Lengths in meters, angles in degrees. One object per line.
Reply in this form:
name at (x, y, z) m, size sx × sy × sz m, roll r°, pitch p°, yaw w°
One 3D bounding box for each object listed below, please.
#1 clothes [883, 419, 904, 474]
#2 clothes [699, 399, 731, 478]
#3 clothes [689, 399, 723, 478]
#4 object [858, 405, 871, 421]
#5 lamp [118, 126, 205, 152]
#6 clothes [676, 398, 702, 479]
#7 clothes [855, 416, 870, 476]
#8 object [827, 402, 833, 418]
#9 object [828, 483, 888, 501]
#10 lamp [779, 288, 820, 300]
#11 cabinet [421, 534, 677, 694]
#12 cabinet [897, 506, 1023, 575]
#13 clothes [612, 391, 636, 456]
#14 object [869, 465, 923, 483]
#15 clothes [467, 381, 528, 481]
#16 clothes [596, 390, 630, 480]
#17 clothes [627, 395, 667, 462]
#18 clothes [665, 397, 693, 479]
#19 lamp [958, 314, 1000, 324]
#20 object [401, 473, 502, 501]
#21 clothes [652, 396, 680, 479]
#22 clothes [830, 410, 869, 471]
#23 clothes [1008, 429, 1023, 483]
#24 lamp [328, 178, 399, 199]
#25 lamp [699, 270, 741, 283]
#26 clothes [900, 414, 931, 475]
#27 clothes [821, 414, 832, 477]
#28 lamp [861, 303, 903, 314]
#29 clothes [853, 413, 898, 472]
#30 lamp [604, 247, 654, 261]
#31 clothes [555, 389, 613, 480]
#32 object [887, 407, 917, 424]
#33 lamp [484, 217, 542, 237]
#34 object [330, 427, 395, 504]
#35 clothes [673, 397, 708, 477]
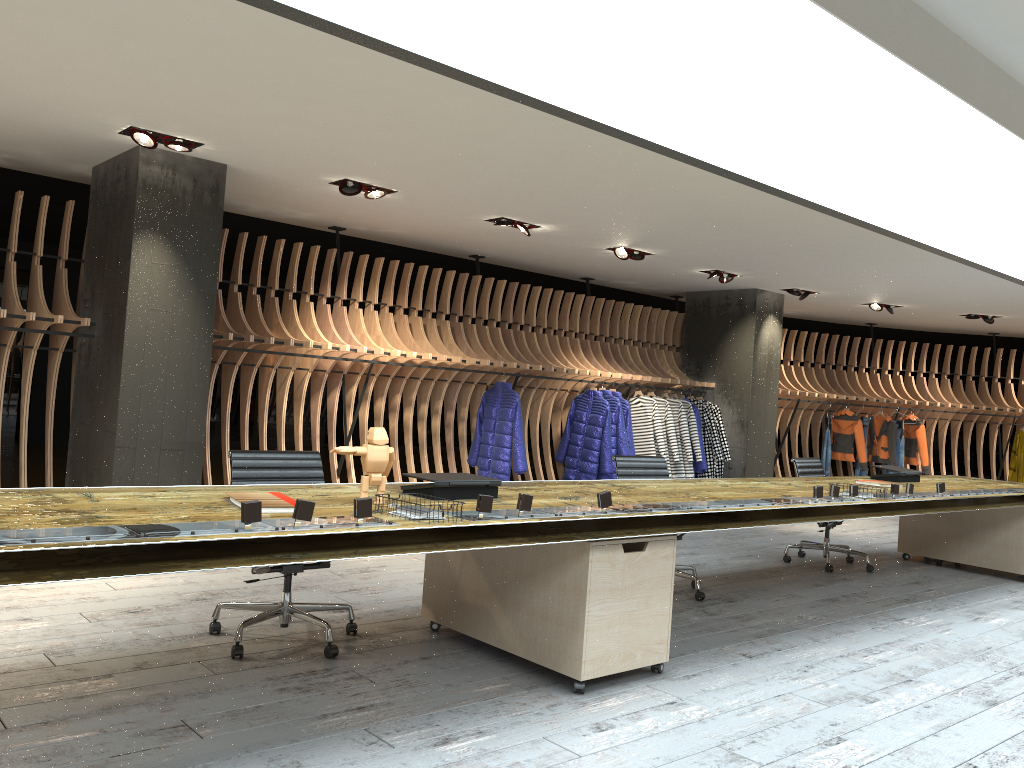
clothes at (5.777, 1.235, 13.419) m, size 0.309 × 1.422 × 0.200 m, roll 3°, pitch -2°, yaw 21°
clothes at (2.508, 0.795, 11.448) m, size 0.191 × 1.186 × 0.800 m, roll 6°, pitch -2°, yaw -41°
clothes at (2.373, 0.784, 11.318) m, size 0.191 × 1.188 × 0.807 m, roll 6°, pitch -2°, yaw -41°
object at (5.266, 0.426, 13.284) m, size 0.549 × 0.243 × 0.023 m, roll 5°, pitch -2°, yaw -45°
lamp at (-2.373, -1.701, 6.015) m, size 0.492 × 0.296 × 0.269 m, roll 5°, pitch -1°, yaw -41°
clothes at (2.093, 0.706, 11.092) m, size 0.128 × 1.062 × 0.752 m, roll 6°, pitch -2°, yaw -43°
clothes at (5.206, 1.193, 13.257) m, size 0.200 × 1.422 × 0.308 m, roll 3°, pitch -2°, yaw 41°
object at (4.697, 0.383, 13.079) m, size 0.023 × 0.243 × 0.549 m, roll 3°, pitch -1°, yaw 30°
object at (2.078, 0.648, 5.327) m, size 0.302 × 0.071 × 0.209 m, roll 3°, pitch -1°, yaw 43°
lamp at (3.640, -1.209, 11.216) m, size 0.492 × 0.292 × 0.269 m, roll 5°, pitch -1°, yaw -35°
cabinet at (0.148, 0.963, 4.261) m, size 0.593 × 0.631 × 1.132 m, roll 5°, pitch -1°, yaw -41°
cabinet at (4.048, 1.284, 7.690) m, size 0.593 × 0.631 × 1.132 m, roll 5°, pitch -1°, yaw -41°
clothes at (1.103, 0.697, 10.434) m, size 0.245 × 1.239 × 0.885 m, roll 6°, pitch -2°, yaw -44°
object at (3.045, 0.713, 7.034) m, size 0.372 × 0.111 × 0.261 m, roll 5°, pitch -1°, yaw -41°
clothes at (-0.180, 0.591, 9.307) m, size 0.245 × 1.239 × 0.885 m, roll 6°, pitch -2°, yaw -44°
clothes at (1.021, 0.687, 10.257) m, size 0.249 × 1.246 × 0.884 m, roll 6°, pitch -2°, yaw -44°
clothes at (1.586, 0.664, 10.647) m, size 0.128 × 1.062 × 0.752 m, roll 6°, pitch -2°, yaw -43°
clothes at (1.959, 0.695, 10.975) m, size 0.128 × 1.062 × 0.752 m, roll 6°, pitch -2°, yaw -43°
lamp at (6.547, -0.987, 12.386) m, size 0.492 × 0.293 × 0.269 m, roll 4°, pitch -1°, yaw -9°
object at (-0.268, 0.450, 3.901) m, size 0.372 × 0.088 × 0.263 m, roll 5°, pitch -1°, yaw -41°
clothes at (1.763, 0.679, 10.802) m, size 0.128 × 1.062 × 0.752 m, roll 6°, pitch -2°, yaw -43°
clothes at (4.957, 0.821, 13.216) m, size 0.200 × 0.881 × 0.839 m, roll 5°, pitch -1°, yaw -26°
clothes at (7.867, 1.212, 13.505) m, size 0.168 × 1.045 × 0.664 m, roll 4°, pitch -1°, yaw -10°
lamp at (-1.178, -1.605, 7.065) m, size 0.492 × 0.292 × 0.269 m, roll 5°, pitch -1°, yaw -41°
lamp at (2.408, -1.310, 10.214) m, size 0.492 × 0.292 × 0.269 m, roll 5°, pitch -1°, yaw -41°
clothes at (6.059, 0.903, 13.496) m, size 0.201 × 0.881 × 0.839 m, roll 4°, pitch -1°, yaw -11°
clothes at (4.646, 1.150, 13.062) m, size 0.200 × 1.422 × 0.308 m, roll 3°, pitch -2°, yaw 26°
lamp at (5.014, -1.100, 11.998) m, size 0.492 × 0.296 × 0.269 m, roll 4°, pitch -1°, yaw -22°
clothes at (5.510, 0.864, 13.329) m, size 0.200 × 0.881 × 0.839 m, roll 5°, pitch -1°, yaw -21°
lamp at (1.213, -1.411, 9.164) m, size 0.492 × 0.286 × 0.269 m, roll 5°, pitch -1°, yaw -41°
clothes at (0.811, 0.680, 10.283) m, size 0.242 × 1.261 × 0.880 m, roll 6°, pitch -2°, yaw -44°
object at (5.838, 0.469, 13.438) m, size 0.549 × 0.243 × 0.023 m, roll 4°, pitch -2°, yaw 25°
lamp at (0.017, -1.505, 8.114) m, size 0.492 × 0.294 × 0.269 m, roll 5°, pitch -1°, yaw -41°
object at (-0.566, 0.317, 3.439) m, size 0.097 × 0.301 × 0.320 m, roll 3°, pitch -2°, yaw 33°
clothes at (2.158, 0.783, 11.322) m, size 0.245 × 1.239 × 0.885 m, roll 6°, pitch -2°, yaw -44°
